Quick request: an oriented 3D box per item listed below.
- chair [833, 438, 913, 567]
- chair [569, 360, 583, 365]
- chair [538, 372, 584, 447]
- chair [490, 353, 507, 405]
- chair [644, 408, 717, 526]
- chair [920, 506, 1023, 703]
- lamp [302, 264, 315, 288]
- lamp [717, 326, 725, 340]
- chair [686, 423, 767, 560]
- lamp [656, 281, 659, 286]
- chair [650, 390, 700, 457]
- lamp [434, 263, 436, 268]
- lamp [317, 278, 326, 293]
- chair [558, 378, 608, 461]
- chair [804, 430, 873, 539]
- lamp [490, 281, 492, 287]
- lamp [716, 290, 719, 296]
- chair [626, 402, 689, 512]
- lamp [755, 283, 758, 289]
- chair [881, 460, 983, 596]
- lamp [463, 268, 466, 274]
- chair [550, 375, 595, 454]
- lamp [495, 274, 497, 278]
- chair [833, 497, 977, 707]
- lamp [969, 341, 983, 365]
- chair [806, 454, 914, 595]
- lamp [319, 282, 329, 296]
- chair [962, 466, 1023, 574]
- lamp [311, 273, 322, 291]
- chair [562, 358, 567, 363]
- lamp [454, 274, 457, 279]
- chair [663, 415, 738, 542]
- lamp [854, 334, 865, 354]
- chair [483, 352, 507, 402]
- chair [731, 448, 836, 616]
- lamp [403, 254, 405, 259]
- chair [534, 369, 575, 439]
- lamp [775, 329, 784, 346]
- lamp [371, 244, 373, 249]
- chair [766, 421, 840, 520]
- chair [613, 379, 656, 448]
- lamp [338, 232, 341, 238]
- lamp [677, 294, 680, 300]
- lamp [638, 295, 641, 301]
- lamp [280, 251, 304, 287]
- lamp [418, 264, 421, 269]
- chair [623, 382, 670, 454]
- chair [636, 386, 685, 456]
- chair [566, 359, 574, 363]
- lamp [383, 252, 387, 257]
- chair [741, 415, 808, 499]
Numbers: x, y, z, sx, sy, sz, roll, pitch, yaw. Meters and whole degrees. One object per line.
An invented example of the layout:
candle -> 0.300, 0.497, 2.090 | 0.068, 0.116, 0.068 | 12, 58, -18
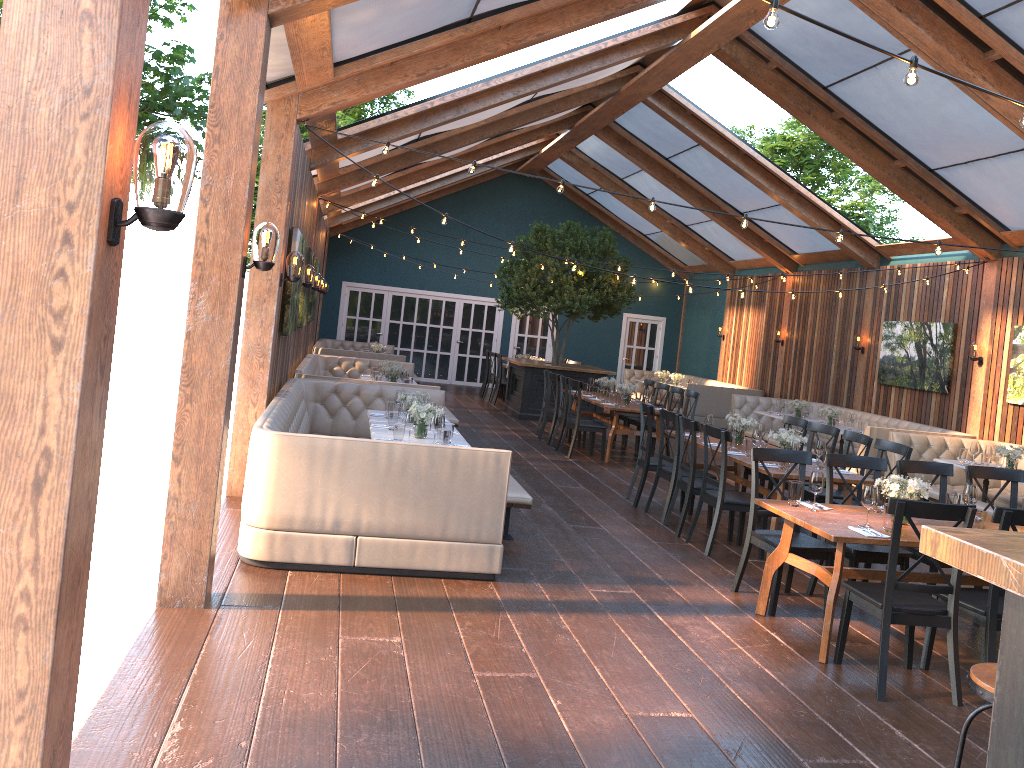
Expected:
chair -> 3.060, 0.995, 7.603 | 0.539, 1.020, 0.478 | 6, 1, -11
chair -> 1.089, 0.033, 18.049 | 0.538, 1.019, 0.479 | 6, 1, -28
chair -> 0.749, 0.364, 12.922 | 0.538, 1.020, 0.479 | 6, 1, -16
chair -> -0.102, -0.080, 17.840 | 0.539, 1.020, 0.478 | 6, 1, -11
chair -> 1.645, 0.781, 8.461 | 0.538, 1.020, 0.478 | 6, 1, -14
chair -> 2.652, 1.148, 4.856 | 0.476, 1.019, 0.541 | 6, 1, -16
lamp -> -2.381, -1.229, 10.259 | 0.178, 0.320, 0.146 | 6, 1, -11
lamp -> 4.720, -1.163, 20.013 | 0.178, 0.320, 0.146 | 6, 1, -11
chair -> 1.828, 0.879, 7.370 | 0.539, 1.020, 0.478 | 6, 1, -11
lamp -> 3.690, -2.545, 22.404 | 0.056, 0.121, 0.056 | 6, 1, -29
chair -> 2.227, 0.585, 12.062 | 0.539, 1.020, 0.478 | 6, 1, -6
lamp -> -1.707, -2.639, 19.652 | 0.056, 0.120, 0.056 | 6, 1, -9
lamp -> -3.394, -1.727, 15.679 | 0.178, 0.320, 0.146 | 6, 1, -11
chair -> 0.979, 0.468, 11.826 | 0.538, 1.020, 0.479 | 6, 1, -16
chair -> 2.957, 0.944, 8.154 | 0.539, 1.020, 0.478 | 6, 1, -6
lamp -> -0.429, -2.048, 18.172 | 0.056, 0.119, 0.060 | 7, 1, 26
lamp -> 4.085, -1.801, 17.560 | 0.056, 0.118, 0.066 | 5, 1, -35
chair -> 1.512, 0.727, 9.014 | 0.539, 1.020, 0.478 | 6, 1, -3
lamp -> 4.820, -1.934, 17.446 | 0.073, 0.115, 0.056 | 6, 1, -5
chair -> 2.969, 1.086, 6.198 | 0.476, 1.019, 0.541 | 6, 1, -16
lamp -> -1.073, -2.559, 20.031 | 0.056, 0.121, 0.056 | 6, 1, 13
chair -> 0.876, 0.417, 12.376 | 0.539, 1.020, 0.478 | 6, 1, -8
lamp -> -0.375, -2.503, 20.385 | 0.067, 0.117, 0.056 | 7, 1, 33
chair -> 2.105, 1.096, 4.752 | 0.477, 1.019, 0.540 | 6, 1, -6
lamp -> 6.236, -0.417, 11.891 | 0.178, 0.320, 0.146 | 6, 1, -11
chair -> 2.421, 1.034, 6.095 | 0.477, 1.019, 0.541 | 6, 1, -11
lamp -> -3.898, -1.975, 18.380 | 0.178, 0.320, 0.146 | 6, 1, -11
chair -> 3.516, 1.137, 6.302 | 0.477, 1.019, 0.541 | 6, 1, -11
lamp -> -2.889, -1.479, 12.980 | 0.178, 0.320, 0.146 | 6, 1, -11
chair -> 0.900, -0.068, 19.171 | 0.539, 1.020, 0.478 | 6, 1, -6
lamp -> -1.161, -2.211, 18.194 | 0.056, 0.115, 0.073 | 7, 1, 32
chair -> 1.719, 0.828, 7.919 | 0.539, 1.020, 0.478 | 6, 1, -5
lamp -> 5.728, -0.667, 14.612 | 0.178, 0.320, 0.146 | 6, 1, -11
chair -> -0.252, -0.135, 18.382 | 0.538, 1.020, 0.479 | 6, 1, -16
chair -> 1.874, 0.983, 5.991 | 0.476, 1.019, 0.541 | 6, 1, -16
lamp -> -2.346, -2.768, 19.266 | 0.056, 0.120, 0.056 | 6, 1, 4
chair -> 0.682, 0.317, 13.479 | 0.539, 1.020, 0.478 | 6, 1, -6
lamp -> 5.224, -0.914, 17.311 | 0.178, 0.320, 0.146 | 6, 1, -11
lamp -> -2.980, -2.933, 18.882 | 0.056, 0.121, 0.056 | 6, 1, -27
chair -> 2.854, 0.894, 8.704 | 0.538, 1.020, 0.479 | 6, 1, -16
chair -> 1.919, 0.434, 13.714 | 0.539, 1.020, 0.478 | 6, 1, -11
lamp -> -3.606, -3.112, 18.491 | 0.056, 0.120, 0.056 | 5, 1, -41
lamp -> 3.332, -1.742, 17.681 | 0.056, 0.121, 0.056 | 6, 1, -33
lamp -> 2.576, -1.735, 17.809 | 0.056, 0.121, 0.056 | 6, 1, -35
lamp -> -1.879, -0.982, 7.572 | 0.178, 0.320, 0.146 | 6, 1, -11
lamp -> -1.903, -2.427, 18.274 | 0.056, 0.119, 0.059 | 6, 1, -7
chair -> 2.022, 0.484, 13.163 | 0.538, 1.020, 0.479 | 6, 1, -16
chair -> 2.124, 0.535, 12.612 | 0.539, 1.020, 0.478 | 6, 1, -11
chair -> 1.002, -0.017, 18.620 | 0.539, 1.020, 0.478 | 6, 1, -11
lamp -> -2.628, -2.680, 18.312 | 0.059, 0.119, 0.056 | 6, 1, -17
chair -> 2.752, 0.843, 9.255 | 0.539, 1.020, 0.478 | 6, 1, -11
